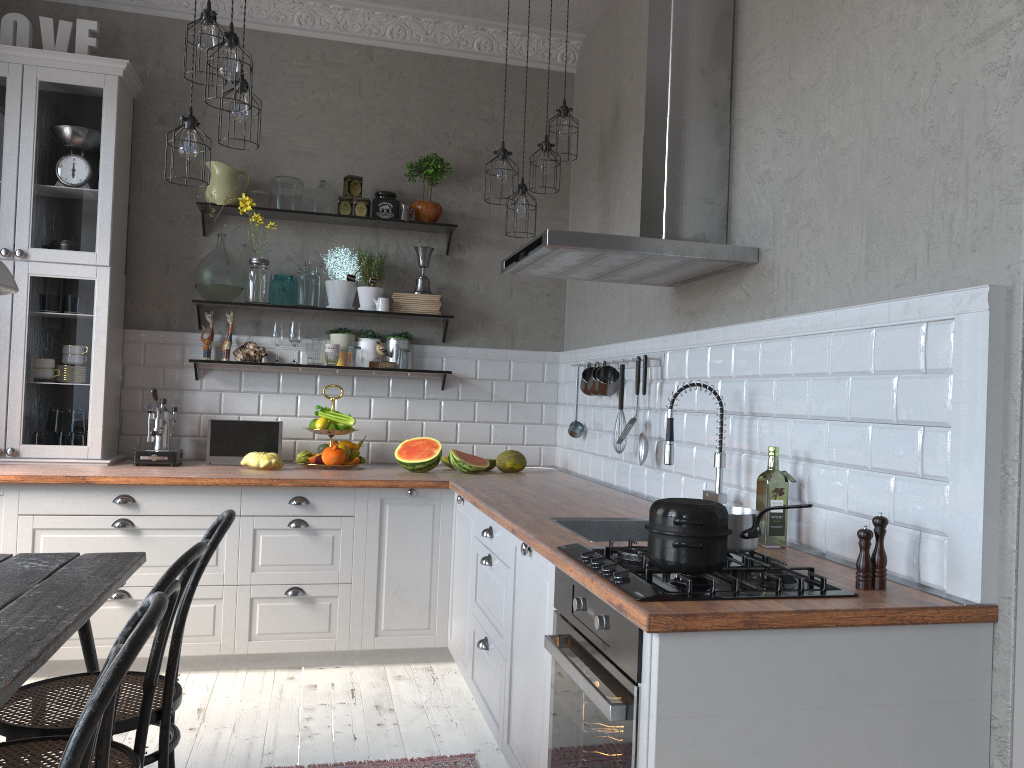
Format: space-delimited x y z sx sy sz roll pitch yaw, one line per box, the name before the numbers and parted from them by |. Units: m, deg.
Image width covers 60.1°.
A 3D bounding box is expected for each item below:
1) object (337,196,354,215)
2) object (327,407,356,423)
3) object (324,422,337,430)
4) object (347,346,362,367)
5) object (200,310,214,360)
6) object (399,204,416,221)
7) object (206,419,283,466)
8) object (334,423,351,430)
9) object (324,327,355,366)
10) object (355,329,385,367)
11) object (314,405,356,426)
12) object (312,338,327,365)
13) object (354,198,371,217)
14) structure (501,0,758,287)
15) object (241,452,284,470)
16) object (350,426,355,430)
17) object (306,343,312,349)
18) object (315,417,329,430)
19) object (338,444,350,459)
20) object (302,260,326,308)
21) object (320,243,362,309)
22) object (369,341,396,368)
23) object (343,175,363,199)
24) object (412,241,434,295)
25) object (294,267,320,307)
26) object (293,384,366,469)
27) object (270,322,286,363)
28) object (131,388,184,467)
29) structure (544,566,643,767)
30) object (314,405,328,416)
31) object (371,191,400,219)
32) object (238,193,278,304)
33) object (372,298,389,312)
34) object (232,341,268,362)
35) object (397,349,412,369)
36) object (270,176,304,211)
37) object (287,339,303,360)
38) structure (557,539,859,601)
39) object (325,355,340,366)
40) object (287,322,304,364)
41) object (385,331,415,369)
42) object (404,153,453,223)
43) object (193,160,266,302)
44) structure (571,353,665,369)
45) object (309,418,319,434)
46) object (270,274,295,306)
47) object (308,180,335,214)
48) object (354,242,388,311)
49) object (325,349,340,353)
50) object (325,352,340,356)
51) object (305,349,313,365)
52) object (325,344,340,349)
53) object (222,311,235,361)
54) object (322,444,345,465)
object | -0.882 -0.928 4.684 0.083 0.113 0.082 2 -1 -14
object | -0.880 0.170 4.546 0.180 0.096 0.088 2 -1 6
object | -0.910 0.223 4.439 0.064 0.061 0.066 2 -1 -14
object | -0.832 -0.144 4.679 0.079 0.108 0.076 3 -1 -20
object | -1.560 -0.249 4.542 0.054 0.264 0.060 3 -1 -42
object | -0.557 -0.906 4.715 0.094 0.096 0.074 2 -1 -13
object | -1.332 0.294 4.422 0.355 0.226 0.087 2 -1 -14
object | -0.863 0.227 4.487 0.077 0.062 0.098 3 -1 -40
object | -0.923 -0.201 4.729 0.160 0.217 0.153 3 -1 -34
object | -0.772 -0.191 4.777 0.171 0.214 0.149 2 -1 16
object | -0.893 0.158 4.474 0.212 0.101 0.066 2 -1 -8
object | -1.008 -0.167 4.622 0.080 0.139 0.077 3 -1 -41
object | -0.796 -0.924 4.703 0.083 0.113 0.082 2 -1 -4
structure | 0.411 -1.203 3.159 0.720 1.596 0.704 3 -1 -14
object | -1.197 0.368 4.250 0.199 0.083 0.187 2 -1 -13
object | -0.830 0.226 4.526 0.052 0.050 0.049 2 -1 -4
object | -1.054 -0.173 4.687 0.077 0.083 0.078 2 -1 4
object | -0.947 0.198 4.415 0.059 0.069 0.079 2 -1 6
object | -0.859 0.343 4.458 0.088 0.078 0.088 2 -1 13
object | -1.070 -0.525 4.751 0.132 0.264 0.130 2 -1 -8
object | -0.895 -0.565 4.735 0.244 0.354 0.235 2 -1 4
object | -0.682 -0.154 4.710 0.098 0.147 0.121 1 -1 44
object | -0.842 -1.038 4.683 0.084 0.113 0.081 3 -1 -34
object | -0.482 -0.623 4.815 0.133 0.287 0.128 3 -1 -29
object | -1.062 -0.498 4.600 0.124 0.206 0.125 2 -1 9
object | -0.915 0.214 4.494 0.358 0.425 0.345 3 -1 -28
object | -1.224 -0.214 4.629 0.083 0.217 0.080 3 -1 -28
object | -1.691 0.205 4.241 0.208 0.370 0.349 2 -1 -13
structure | 0.435 0.787 2.078 0.624 0.623 0.616 2 -1 -14
object | -0.958 0.134 4.462 0.074 0.058 0.050 3 -1 -37
object | -0.685 -0.949 4.783 0.143 0.174 0.140 2 -1 -14
object | -1.302 -0.679 4.483 0.194 0.540 0.276 3 -1 -21
object | -0.681 -0.417 4.671 0.105 0.071 0.063 2 -1 16
object | -1.350 -0.165 4.554 0.180 0.111 0.094 3 -1 -36
object | -0.572 -0.133 4.720 0.079 0.108 0.076 3 -1 -20
object | -1.175 -0.975 4.615 0.169 0.184 0.175 2 -1 26
object | -1.138 -0.210 4.647 0.083 0.217 0.080 3 -1 -28
structure | 0.423 0.422 2.082 0.501 0.031 0.599 2 -1 -13
object | -0.934 -0.120 4.597 0.078 0.051 0.076 3 -1 -21
object | -1.116 -0.211 4.561 0.083 0.217 0.080 3 -1 -28
object | -0.613 -0.182 4.827 0.160 0.213 0.151 3 -1 -16
object | -0.443 -1.051 4.799 0.259 0.397 0.243 2 -1 11
object | -1.480 -0.754 4.482 0.330 0.674 0.341 1 -1 45
structure | 0.455 -0.096 4.044 0.095 0.053 1.074 2 -1 -12
object | -0.978 0.214 4.483 0.097 0.078 0.099 3 -1 -27
object | -1.202 -0.486 4.654 0.127 0.172 0.125 2 -1 -10
object | -1.019 -0.985 4.752 0.137 0.220 0.143 2 -1 36
object | -0.754 -0.572 4.719 0.166 0.380 0.188 2 -1 37
object | -0.933 -0.155 4.597 0.077 0.051 0.077 2 -1 5
object | -0.934 -0.138 4.597 0.078 0.051 0.076 3 -1 -21
object | -1.055 -0.140 4.687 0.077 0.083 0.078 2 -1 4
object | -0.932 -0.180 4.598 0.078 0.051 0.076 3 -1 -28
object | -1.454 -0.244 4.553 0.052 0.264 0.062 2 -1 23
object | -0.882 0.352 4.375 0.109 0.111 0.115 1 -1 44
